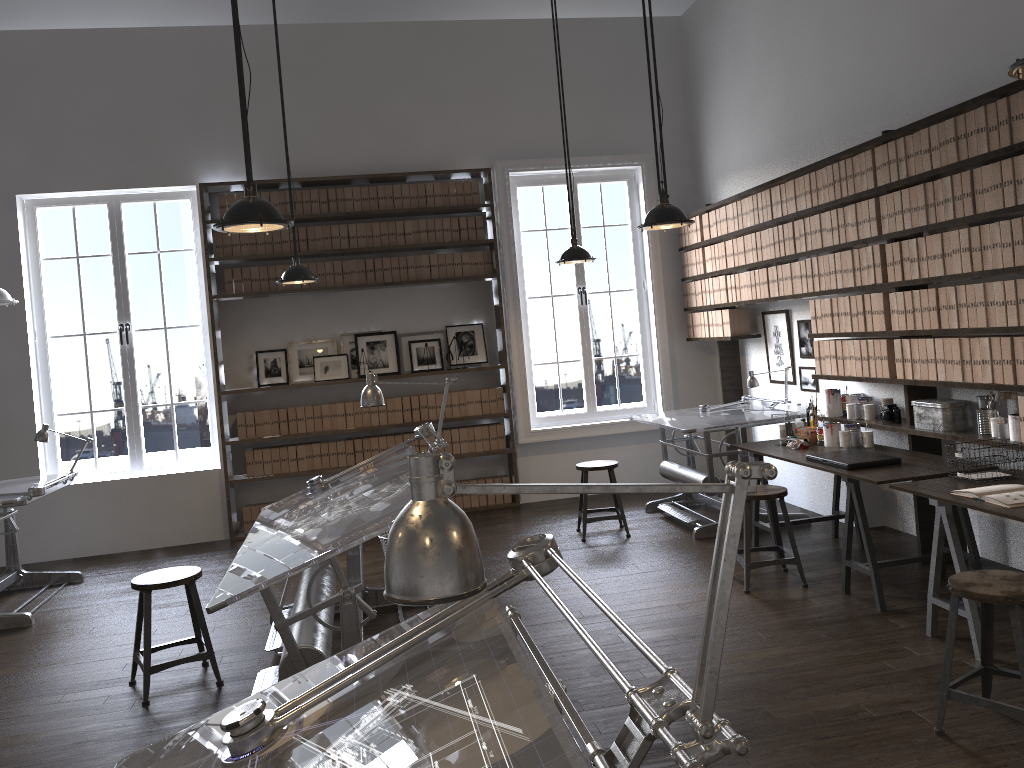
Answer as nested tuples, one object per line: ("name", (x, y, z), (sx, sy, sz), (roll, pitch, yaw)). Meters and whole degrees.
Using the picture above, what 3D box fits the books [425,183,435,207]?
("books", (-0.739, -1.664, 7.882), (0.067, 0.226, 0.174), (-5, 1, -10))

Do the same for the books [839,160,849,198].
("books", (2.097, -1.252, 5.395), (0.175, 0.225, 0.066), (-5, 0, -10))

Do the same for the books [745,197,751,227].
("books", (1.862, -1.302, 6.697), (0.174, 0.225, 0.066), (-5, 0, -10))

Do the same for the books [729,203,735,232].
("books", (1.813, -1.312, 6.974), (0.175, 0.225, 0.066), (-5, 0, -10))

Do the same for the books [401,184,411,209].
("books", (-0.945, -1.644, 7.847), (0.067, 0.225, 0.174), (-5, 1, -10))

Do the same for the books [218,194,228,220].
("books", (-2.460, -1.497, 7.570), (0.067, 0.226, 0.174), (-5, 1, -10))

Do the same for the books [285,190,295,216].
("books", (-1.915, -1.550, 7.669), (0.067, 0.226, 0.174), (-5, 1, -10))

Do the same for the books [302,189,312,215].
("books", (-1.780, -1.563, 7.699), (0.067, 0.225, 0.174), (-5, 1, -10))

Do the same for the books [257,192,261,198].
("books", (-2.183, -1.524, 7.626), (0.067, 0.225, 0.174), (-5, 1, -10))

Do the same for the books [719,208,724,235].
("books", (1.781, -1.320, 7.169), (0.175, 0.225, 0.066), (-5, 0, -10))

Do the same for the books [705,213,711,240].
("books", (1.725, -1.331, 7.451), (0.175, 0.226, 0.067), (-5, 0, -10))

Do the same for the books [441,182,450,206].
("books", (-0.606, -1.677, 7.910), (0.067, 0.225, 0.174), (-5, 1, -10))

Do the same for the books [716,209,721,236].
("books", (1.768, -1.323, 7.239), (0.174, 0.225, 0.066), (-5, 0, -10))

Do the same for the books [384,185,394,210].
("books", (-1.086, -1.630, 7.818), (0.067, 0.226, 0.174), (-5, 1, -10))

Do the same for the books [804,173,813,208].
("books", (2.020, -1.267, 5.805), (0.175, 0.226, 0.067), (-5, 0, -10))

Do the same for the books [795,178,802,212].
("books", (2.000, -1.273, 5.939), (0.175, 0.225, 0.066), (-5, 0, -10))

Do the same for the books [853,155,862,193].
("books", (2.125, -1.247, 5.253), (0.174, 0.225, 0.066), (-5, 0, -10))

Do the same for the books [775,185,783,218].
("books", (1.948, -1.283, 6.210), (0.174, 0.225, 0.066), (-5, 0, -10))

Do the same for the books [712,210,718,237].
("books", (1.752, -1.325, 7.308), (0.174, 0.225, 0.066), (-5, 0, -10))

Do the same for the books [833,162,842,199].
("books", (2.081, -1.254, 5.456), (0.175, 0.226, 0.067), (-5, 0, -10))

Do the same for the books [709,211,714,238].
("books", (1.744, -1.328, 7.378), (0.175, 0.225, 0.066), (-5, 0, -10))

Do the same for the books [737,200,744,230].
("books", (1.840, -1.307, 6.834), (0.175, 0.225, 0.066), (-5, 0, -10))

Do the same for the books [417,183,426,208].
("books", (-0.808, -1.657, 7.874), (0.067, 0.225, 0.174), (-5, 1, -10))

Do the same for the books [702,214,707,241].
("books", (1.718, -1.334, 7.525), (0.175, 0.225, 0.066), (-5, 0, -10))

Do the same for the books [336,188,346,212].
("books", (-1.495, -1.591, 7.751), (0.067, 0.225, 0.174), (-5, 1, -10))

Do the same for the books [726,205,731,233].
("books", (1.803, -1.315, 7.036), (0.175, 0.225, 0.066), (-5, 0, -10))

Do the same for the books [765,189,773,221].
("books", (1.922, -1.288, 6.354), (0.175, 0.226, 0.067), (-5, 0, -10))

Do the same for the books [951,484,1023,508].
("books", (2.041, 0.453, 3.662), (0.256, 0.029, 0.355), (-6, 3, -10))

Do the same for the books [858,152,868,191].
("books", (2.133, -1.244, 5.184), (0.174, 0.225, 0.066), (-5, 0, -10))

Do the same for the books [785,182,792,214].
("books", (1.977, -1.278, 6.071), (0.175, 0.225, 0.066), (-5, 0, -10))

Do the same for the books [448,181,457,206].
("books", (-0.540, -1.683, 7.917), (0.067, 0.226, 0.174), (-5, 1, -10))

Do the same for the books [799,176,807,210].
("books", (2.009, -1.270, 5.877), (0.175, 0.225, 0.066), (-5, 0, -10))

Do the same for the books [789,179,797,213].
("books", (1.983, -1.275, 6.004), (0.175, 0.226, 0.067), (-5, 0, -10))

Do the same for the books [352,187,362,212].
("books", (-1.359, -1.604, 7.772), (0.067, 0.225, 0.174), (-5, 1, -10))

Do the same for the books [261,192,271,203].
("books", (-2.113, -1.531, 7.634), (0.067, 0.226, 0.174), (-5, 1, -10))

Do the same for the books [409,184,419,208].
("books", (-0.877, -1.651, 7.863), (0.067, 0.225, 0.174), (-5, 1, -10))

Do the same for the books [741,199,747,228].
("books", (1.854, -1.305, 6.766), (0.174, 0.225, 0.066), (-5, 0, -10))

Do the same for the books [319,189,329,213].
("books", (-1.641, -1.576, 7.725), (0.067, 0.225, 0.174), (-5, 1, -10))

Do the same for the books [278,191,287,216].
("books", (-1.981, -1.543, 7.662), (0.067, 0.225, 0.174), (-5, 1, -10))

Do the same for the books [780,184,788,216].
("books", (1.965, -1.281, 6.141), (0.174, 0.225, 0.066), (-5, 0, -10))

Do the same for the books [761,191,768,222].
("books", (1.914, -1.292, 6.428), (0.175, 0.225, 0.066), (-5, 0, -10))

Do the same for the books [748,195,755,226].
("books", (1.872, -1.299, 6.625), (0.175, 0.225, 0.066), (-5, 0, -10))

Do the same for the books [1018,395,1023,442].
("books", (2.445, 0.160, 4.090), (0.175, 0.226, 0.067), (-5, 0, -10))

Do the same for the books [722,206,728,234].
("books", (1.787, -1.317, 7.102), (0.175, 0.226, 0.067), (-5, 0, -10))

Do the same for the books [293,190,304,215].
("books", (-1.850, -1.556, 7.687), (0.067, 0.225, 0.174), (-5, 1, -10))

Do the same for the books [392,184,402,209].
("books", (-1.015, -1.637, 7.831), (0.067, 0.225, 0.174), (-5, 1, -10))

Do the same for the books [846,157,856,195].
("books", (2.111, -1.249, 5.321), (0.175, 0.225, 0.066), (-5, 0, -10))

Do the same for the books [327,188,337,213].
("books", (-1.566, -1.583, 7.733), (0.067, 0.226, 0.174), (-5, 1, -10))

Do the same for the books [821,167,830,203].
("books", (2.059, -1.260, 5.599), (0.174, 0.225, 0.066), (-5, 0, -10))

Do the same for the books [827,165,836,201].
("books", (2.068, -1.257, 5.527), (0.175, 0.225, 0.066), (-5, 0, -10))

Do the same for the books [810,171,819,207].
("books", (2.036, -1.265, 5.737), (0.175, 0.225, 0.066), (-5, 0, -10))

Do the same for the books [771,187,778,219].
("books", (1.940, -1.286, 6.281), (0.175, 0.225, 0.066), (-5, 0, -10))

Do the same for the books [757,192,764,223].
("books", (1.900, -1.294, 6.492), (0.175, 0.225, 0.066), (-5, 0, -10))

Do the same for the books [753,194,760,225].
("books", (1.885, -1.296, 6.553), (0.175, 0.226, 0.067), (-5, 0, -10))

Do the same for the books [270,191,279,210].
("books", (-2.042, -1.537, 7.649), (0.067, 0.225, 0.174), (-5, 1, -10))

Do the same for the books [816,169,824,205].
("books", (2.051, -1.263, 5.669), (0.174, 0.225, 0.066), (-5, 0, -10))
